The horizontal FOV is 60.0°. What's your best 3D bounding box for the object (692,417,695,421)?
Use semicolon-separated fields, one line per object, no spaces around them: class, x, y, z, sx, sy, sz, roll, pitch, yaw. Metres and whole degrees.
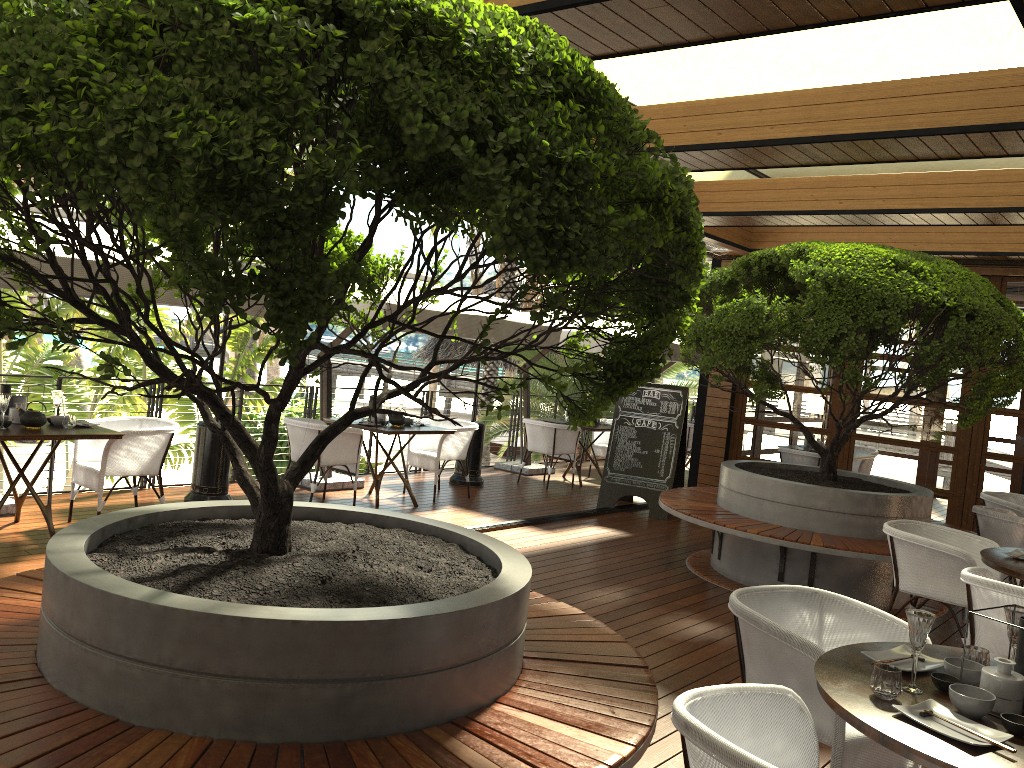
object;2.859;0.560;13.842;0.086;0.086;0.086;8;3;43

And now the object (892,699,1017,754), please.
object;1.160;0.893;2.296;0.170;0.025;0.295;5;3;-29

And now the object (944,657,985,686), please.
object;1.367;0.878;2.680;0.116;0.065;0.116;6;2;-7

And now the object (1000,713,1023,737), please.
object;1.324;0.900;2.326;0.080;0.042;0.080;6;2;0

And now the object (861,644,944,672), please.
object;1.232;0.879;2.809;0.294;0.025;0.170;4;3;-34

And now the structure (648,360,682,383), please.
structure;2.991;0.198;13.936;2.416;2.331;2.412;7;2;39

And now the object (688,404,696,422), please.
object;2.916;0.468;14.056;0.263;0.264;0.263;6;2;-6

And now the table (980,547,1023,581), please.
table;3.105;1.385;4.723;1.166;0.749;1.166;6;2;8

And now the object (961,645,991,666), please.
object;1.452;0.872;2.777;0.086;0.086;0.086;6;2;12

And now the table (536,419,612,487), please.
table;0.892;0.878;11.320;0.932;0.749;0.931;8;2;39

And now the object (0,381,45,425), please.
object;-3.442;0.129;6.147;0.263;0.264;0.263;6;2;-6

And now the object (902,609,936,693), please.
object;1.177;0.778;2.581;0.082;0.227;0.082;5;2;-33

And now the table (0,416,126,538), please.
table;-3.346;0.651;6.047;0.932;0.749;0.931;8;2;39

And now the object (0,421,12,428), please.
object;-3.328;0.265;5.820;0.080;0.042;0.080;6;2;0

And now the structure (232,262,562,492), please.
structure;-1.235;-0.028;8.678;2.416;2.331;2.412;7;2;39

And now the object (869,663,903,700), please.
object;1.056;0.842;2.501;0.086;0.086;0.086;7;2;17

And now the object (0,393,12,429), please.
object;-3.293;0.176;5.740;0.082;0.227;0.082;7;2;40

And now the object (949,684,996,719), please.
object;1.260;0.877;2.434;0.116;0.065;0.116;5;2;-30

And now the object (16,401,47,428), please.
object;-3.215;0.202;5.957;0.163;0.179;0.168;8;2;41

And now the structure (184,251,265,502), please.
structure;-2.495;-0.051;7.589;0.700;2.191;0.699;7;2;27

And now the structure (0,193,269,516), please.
structure;-3.348;-0.141;6.049;2.416;2.331;2.412;7;2;39

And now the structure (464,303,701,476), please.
structure;0.878;0.085;11.307;2.416;2.331;2.412;7;2;39

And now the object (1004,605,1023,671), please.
object;1.563;0.811;2.758;0.082;0.227;0.082;5;2;-40

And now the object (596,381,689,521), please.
object;1.478;0.684;9.685;0.769;1.396;0.771;7;2;23

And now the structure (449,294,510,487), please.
structure;-0.411;0.061;10.181;0.700;2.191;0.699;7;2;27

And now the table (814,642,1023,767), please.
table;1.424;1.300;2.505;1.166;0.749;1.166;7;2;19

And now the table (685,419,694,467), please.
table;3.011;0.991;13.956;0.932;0.749;0.931;8;2;39

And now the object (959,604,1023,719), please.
object;1.464;0.797;2.491;0.263;0.264;0.264;5;2;-34

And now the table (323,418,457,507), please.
table;-1.227;0.765;8.683;0.932;0.749;0.931;8;2;39

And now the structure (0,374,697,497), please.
structure;-4.894;0.451;5.999;0.163;1.153;26.250;7;3;39

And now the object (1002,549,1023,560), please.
object;2.850;0.960;4.941;0.294;0.025;0.170;4;3;-42

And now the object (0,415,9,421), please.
object;-3.403;0.243;5.880;0.116;0.065;0.116;8;3;37

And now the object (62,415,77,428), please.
object;-3.047;0.261;6.103;0.086;0.086;0.086;8;3;43

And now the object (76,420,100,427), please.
object;-3.084;0.279;6.312;0.295;0.025;0.170;8;3;39

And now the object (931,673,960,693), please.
object;1.272;0.883;2.605;0.080;0.042;0.080;5;3;-35
